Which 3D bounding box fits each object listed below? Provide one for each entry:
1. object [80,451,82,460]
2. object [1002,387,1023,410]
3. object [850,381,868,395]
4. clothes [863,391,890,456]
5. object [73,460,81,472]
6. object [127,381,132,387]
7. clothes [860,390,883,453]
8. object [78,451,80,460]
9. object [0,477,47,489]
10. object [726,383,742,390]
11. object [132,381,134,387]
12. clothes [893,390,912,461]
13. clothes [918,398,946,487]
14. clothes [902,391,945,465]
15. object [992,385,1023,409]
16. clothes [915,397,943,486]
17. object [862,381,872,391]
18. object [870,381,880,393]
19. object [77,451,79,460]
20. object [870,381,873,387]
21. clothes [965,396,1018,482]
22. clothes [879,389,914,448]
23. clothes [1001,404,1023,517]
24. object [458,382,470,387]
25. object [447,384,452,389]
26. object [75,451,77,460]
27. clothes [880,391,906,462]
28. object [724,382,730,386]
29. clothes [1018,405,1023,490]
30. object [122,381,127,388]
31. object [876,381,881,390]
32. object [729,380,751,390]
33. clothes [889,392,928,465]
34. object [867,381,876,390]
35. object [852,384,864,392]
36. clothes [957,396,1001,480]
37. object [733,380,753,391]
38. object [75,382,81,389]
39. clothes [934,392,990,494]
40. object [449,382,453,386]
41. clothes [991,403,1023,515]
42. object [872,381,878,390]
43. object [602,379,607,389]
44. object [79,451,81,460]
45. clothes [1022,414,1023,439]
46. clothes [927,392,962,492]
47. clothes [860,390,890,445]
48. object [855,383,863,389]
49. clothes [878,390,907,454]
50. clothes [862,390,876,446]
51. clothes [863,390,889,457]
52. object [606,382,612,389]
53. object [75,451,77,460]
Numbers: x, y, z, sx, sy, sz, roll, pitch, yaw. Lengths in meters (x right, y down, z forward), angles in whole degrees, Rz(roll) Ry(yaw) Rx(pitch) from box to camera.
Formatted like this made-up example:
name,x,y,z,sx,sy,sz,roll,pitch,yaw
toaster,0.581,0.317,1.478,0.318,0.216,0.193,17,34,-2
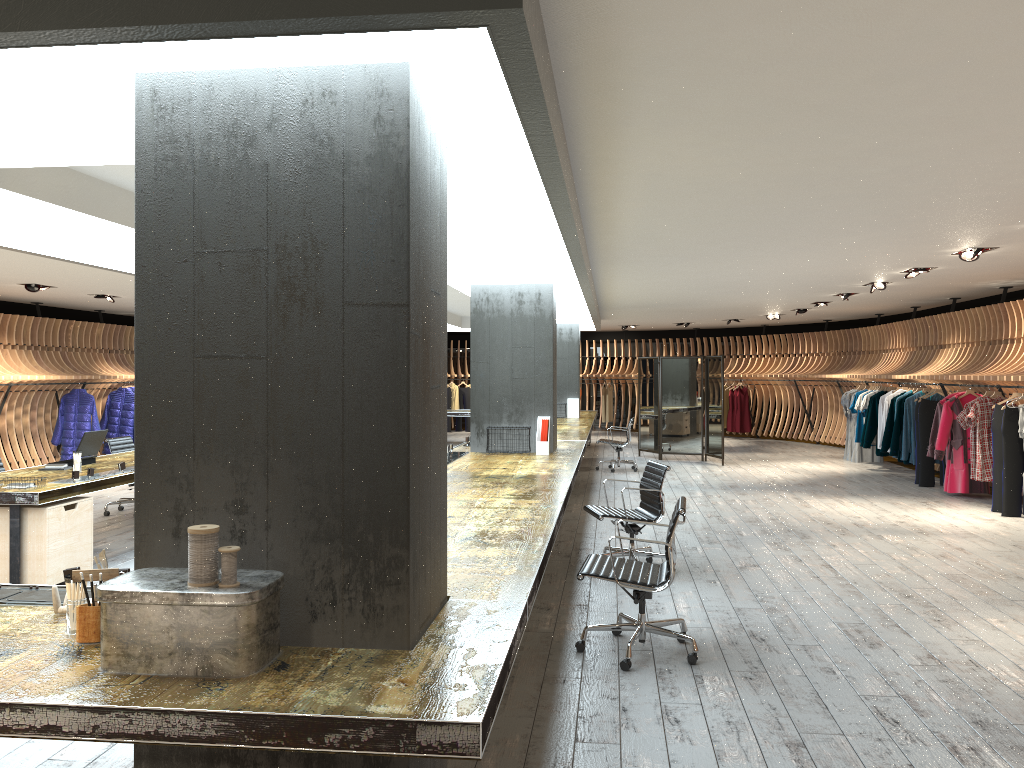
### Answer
name,x,y,z,sx,sy,sz,roll,pitch,yaw
object,-3.671,0.652,7.533,0.007,0.170,0.030,0,0,36
object,5.668,0.152,9.761,0.525,0.270,0.012,0,0,6
object,6.350,0.079,15.986,0.525,0.270,0.012,0,0,21
clothes,6.205,0.642,14.503,0.913,1.081,0.238,0,0,6
object,-3.690,0.697,7.527,0.061,0.111,0.061,0,0,40
object,-6.896,0.093,16.002,0.523,0.291,0.012,0,0,6
clothes,6.212,0.641,14.626,0.913,1.081,0.238,0,0,6
object,-3.674,0.652,7.514,0.030,0.170,0.007,0,0,0
object,-3.600,0.729,6.497,0.302,0.074,0.217,0,1,1
object,5.375,0.018,21.375,0.525,0.270,0.012,0,0,-19
object,-6.892,0.082,16.181,0.525,0.270,0.012,0,0,6
clothes,6.071,0.625,13.251,0.715,1.088,0.257,0,0,2
clothes,5.942,0.870,12.346,0.539,1.353,0.087,0,0,11
clothes,6.022,0.631,12.815,0.715,1.088,0.257,0,0,12
object,5.683,0.150,9.974,0.012,0.270,0.525,0,0,-44
clothes,5.982,0.867,12.534,0.539,1.353,0.087,0,0,31
object,6.350,0.081,15.811,0.525,0.270,0.012,0,0,-9
object,6.289,0.095,15.180,0.523,0.291,0.013,0,0,1
object,-3.682,0.652,7.508,0.030,0.170,0.007,0,0,27
object,6.313,0.086,15.507,0.525,0.270,0.012,0,0,31
clothes,5.719,0.653,10.470,0.760,1.030,0.179,0,0,-8
clothes,6.090,0.629,13.818,0.733,1.106,0.165,0,0,6
clothes,5.672,0.900,9.763,0.539,1.353,0.087,0,0,6
object,-1.332,-0.012,24.167,0.525,0.270,0.012,0,0,31
object,-1.824,-0.010,24.060,0.525,0.270,0.012,0,0,41
object,-3.692,0.652,7.505,0.007,0.170,0.030,0,0,-37
clothes,6.083,0.651,13.482,0.913,1.081,0.238,0,0,11
object,5.232,0.012,21.567,0.525,0.270,0.012,0,0,-44
clothes,5.616,0.789,9.565,0.273,1.143,0.170,0,0,39
object,-6.944,0.100,15.865,0.523,0.292,0.012,0,0,6
object,6.268,0.098,15.077,0.524,0.285,0.013,0,0,1
object,5.467,0.020,21.243,0.525,0.270,0.012,0,0,6
clothes,6.051,0.655,13.128,0.913,1.081,0.238,0,0,6
object,6.260,0.094,15.378,0.523,0.289,0.015,0,0,16
object,6.357,0.077,16.123,0.525,0.270,0.012,0,0,-4
clothes,5.759,0.652,10.690,0.760,1.020,0.187,0,0,7
object,5.515,0.021,21.154,0.525,0.270,0.012,0,0,-19
object,-7.083,0.102,14.480,0.525,0.270,0.012,0,0,6
clothes,5.836,0.756,11.304,0.840,1.312,0.321,0,0,15
object,-1.634,-0.010,24.118,0.012,0.270,0.525,0,0,-39
clothes,5.677,0.898,9.967,0.087,1.353,0.539,0,0,-44
object,6.276,0.088,15.269,0.525,0.270,0.012,0,0,11
object,2.486,-0.007,23.756,0.012,0.270,0.525,0,0,21
object,-3.670,0.652,7.523,0.030,0.170,0.007,0,0,-27
clothes,5.591,0.788,9.461,0.278,1.141,0.172,0,0,14
clothes,5.870,0.753,11.592,0.840,1.312,0.321,0,0,5
clothes,6.199,0.564,14.787,0.734,0.937,0.164,0,0,10
object,6.381,0.075,16.265,0.525,0.270,0.012,0,0,21
clothes,6.168,0.627,14.001,0.733,1.106,0.165,0,0,11
clothes,6.235,0.577,14.970,0.742,0.950,0.167,0,0,-10
clothes,6.188,0.643,14.418,0.913,1.081,0.238,0,0,11
object,2.613,-0.007,23.724,0.012,0.270,0.525,0,0,26
object,-3.703,0.652,7.545,0.030,0.170,0.007,0,0,19
